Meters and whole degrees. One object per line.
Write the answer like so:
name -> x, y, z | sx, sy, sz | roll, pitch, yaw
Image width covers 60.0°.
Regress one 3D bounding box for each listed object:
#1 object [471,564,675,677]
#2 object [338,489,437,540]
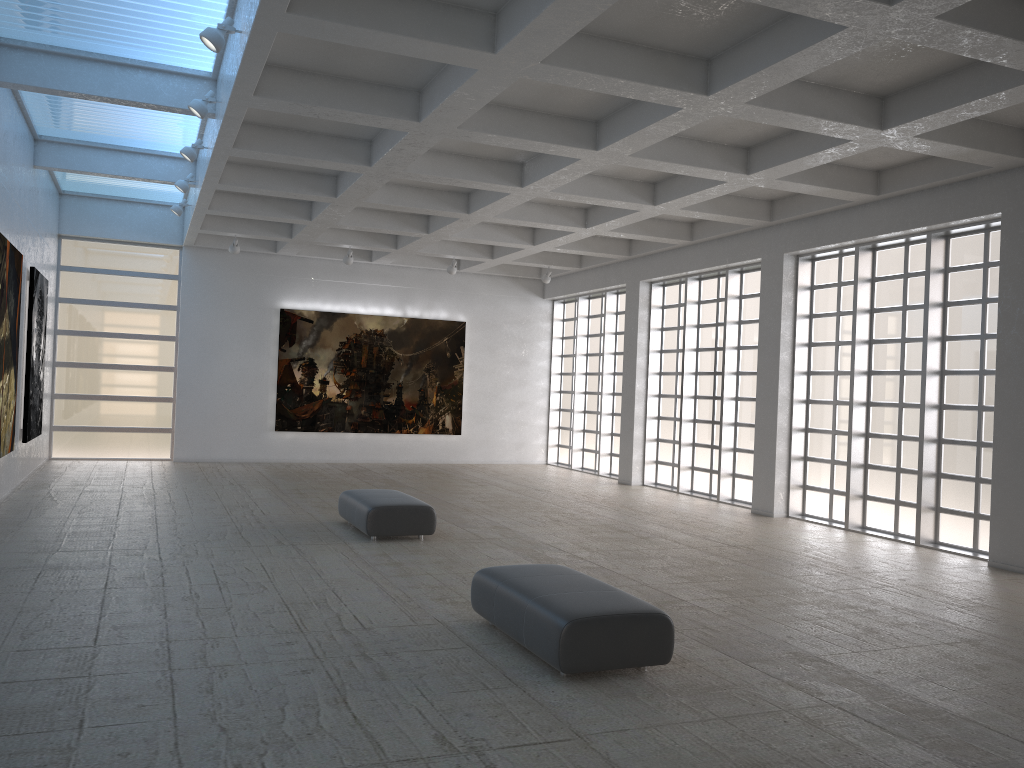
object -> 0.694, 3.092, 11.930 | 1.616, 0.828, 3.044 | 3, 0, -23
object -> -2.971, 3.008, 20.716 | 1.616, 0.828, 3.044 | 3, 0, -23
